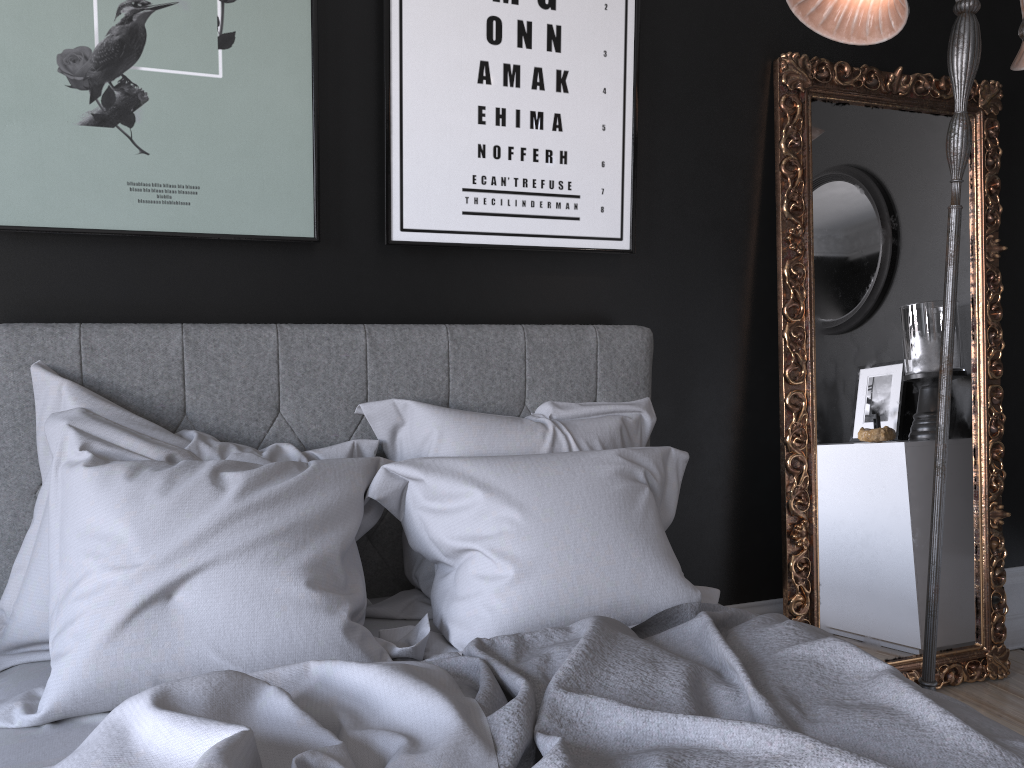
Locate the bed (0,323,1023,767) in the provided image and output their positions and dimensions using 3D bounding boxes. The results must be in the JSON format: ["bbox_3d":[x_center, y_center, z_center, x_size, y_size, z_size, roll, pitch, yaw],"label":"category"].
[{"bbox_3d":[0.048,0.600,1.060,2.764,1.301,3.279,-3,6,-33],"label":"bed"}]

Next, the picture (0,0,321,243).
[{"bbox_3d":[-0.884,-0.912,2.213,0.791,1.080,0.014,-2,6,-21],"label":"picture"}]

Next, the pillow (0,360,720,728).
[{"bbox_3d":[-0.304,0.328,2.092,1.830,0.761,0.679,-1,6,-22],"label":"pillow"}]

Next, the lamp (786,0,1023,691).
[{"bbox_3d":[1.209,-0.067,2.466,0.986,2.416,0.771,2,6,11],"label":"lamp"}]

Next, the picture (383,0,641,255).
[{"bbox_3d":[0.018,-0.932,2.568,0.791,1.080,0.014,-2,6,-21],"label":"picture"}]

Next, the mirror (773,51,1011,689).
[{"bbox_3d":[1.360,-0.001,3.107,0.991,2.196,0.254,-2,6,-21],"label":"mirror"}]
